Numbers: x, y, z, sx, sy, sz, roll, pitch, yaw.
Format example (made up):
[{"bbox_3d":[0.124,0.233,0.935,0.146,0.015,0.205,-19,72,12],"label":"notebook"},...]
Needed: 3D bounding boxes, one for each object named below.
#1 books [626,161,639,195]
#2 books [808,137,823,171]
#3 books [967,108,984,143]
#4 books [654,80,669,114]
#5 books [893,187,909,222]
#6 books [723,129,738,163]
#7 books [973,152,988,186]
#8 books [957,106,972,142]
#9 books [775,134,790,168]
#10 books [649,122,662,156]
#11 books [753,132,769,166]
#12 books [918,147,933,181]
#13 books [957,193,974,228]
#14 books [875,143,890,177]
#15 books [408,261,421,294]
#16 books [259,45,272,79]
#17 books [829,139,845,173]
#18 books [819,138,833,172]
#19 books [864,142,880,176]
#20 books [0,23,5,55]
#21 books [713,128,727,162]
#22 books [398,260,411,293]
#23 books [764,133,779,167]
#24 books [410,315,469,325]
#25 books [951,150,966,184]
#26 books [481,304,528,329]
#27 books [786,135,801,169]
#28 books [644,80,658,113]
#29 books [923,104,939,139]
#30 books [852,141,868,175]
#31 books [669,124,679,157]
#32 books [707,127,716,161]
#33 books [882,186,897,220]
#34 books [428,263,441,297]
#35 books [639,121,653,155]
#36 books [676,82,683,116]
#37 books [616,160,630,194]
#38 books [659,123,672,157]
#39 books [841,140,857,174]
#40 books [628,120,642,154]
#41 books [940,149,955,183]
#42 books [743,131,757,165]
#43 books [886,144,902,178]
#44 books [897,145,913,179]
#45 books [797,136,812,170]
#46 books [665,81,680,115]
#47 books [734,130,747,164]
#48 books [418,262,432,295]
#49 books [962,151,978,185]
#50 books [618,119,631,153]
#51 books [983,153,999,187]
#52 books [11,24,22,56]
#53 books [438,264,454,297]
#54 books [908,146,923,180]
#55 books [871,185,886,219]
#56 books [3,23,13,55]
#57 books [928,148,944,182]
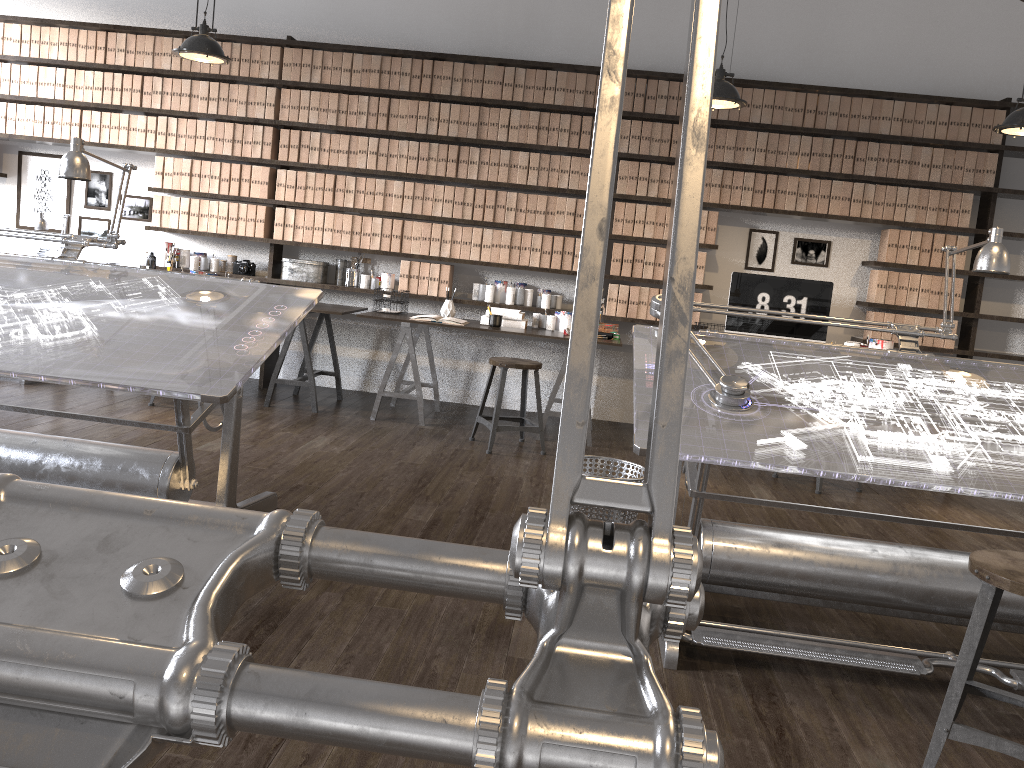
[{"bbox_3d":[0.817,-1.391,6.027,0.067,0.225,0.175,6,6,5],"label":"books"},{"bbox_3d":[2.008,-1.520,5.906,0.067,0.225,0.175,6,6,5],"label":"books"},{"bbox_3d":[3.006,-1.681,5.807,0.067,0.224,0.175,6,6,4],"label":"books"},{"bbox_3d":[1.006,-1.915,5.971,0.067,0.224,0.175,6,6,5],"label":"books"},{"bbox_3d":[2.557,-1.188,5.883,0.067,0.225,0.175,6,6,5],"label":"books"},{"bbox_3d":[1.457,-1.585,5.953,0.067,0.225,0.175,6,6,4],"label":"books"},{"bbox_3d":[3.045,-1.400,5.825,0.067,0.224,0.175,6,6,5],"label":"books"},{"bbox_3d":[2.932,-1.690,5.812,0.067,0.224,0.175,6,6,4],"label":"books"},{"bbox_3d":[1.796,-1.546,5.932,0.067,0.224,0.175,6,6,5],"label":"books"},{"bbox_3d":[0.967,-1.643,5.998,0.067,0.224,0.175,6,6,5],"label":"books"},{"bbox_3d":[1.657,-1.562,5.937,0.067,0.225,0.175,6,6,4],"label":"books"},{"bbox_3d":[2.700,-1.440,5.852,0.067,0.224,0.175,6,6,4],"label":"books"},{"bbox_3d":[2.964,-1.140,5.850,0.067,0.224,0.175,6,6,5],"label":"books"},{"bbox_3d":[2.435,-1.471,5.877,0.067,0.224,0.175,6,6,4],"label":"books"},{"bbox_3d":[-0.671,-0.747,6.223,0.067,0.224,0.175,6,6,5],"label":"books"},{"bbox_3d":[-1.697,-2.232,6.198,0.067,0.224,0.175,6,6,5],"label":"books"},{"bbox_3d":[2.146,-1.505,5.902,0.067,0.224,0.175,6,6,5],"label":"books"},{"bbox_3d":[2.071,-1.514,5.906,0.067,0.224,0.175,6,6,4],"label":"books"},{"bbox_3d":[2.364,-1.479,5.879,0.067,0.224,0.175,6,6,5],"label":"books"},{"bbox_3d":[-3.627,-2.457,6.356,0.067,0.225,0.175,6,6,5],"label":"books"},{"bbox_3d":[1.390,-1.594,5.964,0.067,0.224,0.175,6,6,5],"label":"books"},{"bbox_3d":[-0.738,-0.754,6.223,0.067,0.225,0.175,6,6,4],"label":"books"},{"bbox_3d":[1.727,-1.554,5.935,0.067,0.224,0.175,6,6,5],"label":"books"},{"bbox_3d":[-0.465,-0.419,5.723,0.355,0.029,0.257,7,8,5],"label":"books"},{"bbox_3d":[2.911,-1.416,5.838,0.067,0.224,0.175,6,6,4],"label":"books"},{"bbox_3d":[-0.050,-0.451,5.862,0.294,0.147,0.387,7,8,5],"label":"books"},{"bbox_3d":[1.865,-1.538,5.922,0.067,0.224,0.175,6,6,4],"label":"books"},{"bbox_3d":[0.936,-1.924,5.981,0.067,0.224,0.175,6,6,5],"label":"books"},{"bbox_3d":[2.726,-1.714,5.828,0.067,0.224,0.175,6,6,4],"label":"books"},{"bbox_3d":[2.294,-1.488,5.889,0.067,0.224,0.175,6,6,5],"label":"books"},{"bbox_3d":[1.105,-1.626,5.983,0.067,0.225,0.175,6,6,5],"label":"books"},{"bbox_3d":[1.320,-1.602,5.970,0.067,0.224,0.175,6,6,5],"label":"books"},{"bbox_3d":[2.488,-1.197,5.893,0.067,0.224,0.175,6,6,4],"label":"books"},{"bbox_3d":[-0.531,-0.730,6.207,0.067,0.224,0.175,6,6,4],"label":"books"},{"bbox_3d":[0.904,-1.650,5.999,0.067,0.225,0.175,6,6,4],"label":"books"},{"bbox_3d":[1.147,-1.899,5.963,0.067,0.224,0.175,6,6,4],"label":"books"},{"bbox_3d":[0.755,-1.400,6.037,0.067,0.224,0.175,6,6,4],"label":"books"},{"bbox_3d":[1.032,-1.636,5.995,0.067,0.224,0.175,6,6,4],"label":"books"},{"bbox_3d":[2.219,-1.496,5.890,0.067,0.225,0.175,6,6,4],"label":"books"},{"bbox_3d":[0.832,-1.658,6.005,0.067,0.224,0.175,6,6,5],"label":"books"},{"bbox_3d":[2.841,-1.424,5.842,0.067,0.224,0.175,6,6,4],"label":"books"},{"bbox_3d":[1.585,-1.570,5.945,0.067,0.224,0.175,6,6,5],"label":"books"},{"bbox_3d":[2.505,-1.463,5.871,0.067,0.224,0.175,6,6,4],"label":"books"},{"bbox_3d":[2.571,-1.454,5.860,0.067,0.225,0.175,6,6,5],"label":"books"},{"bbox_3d":[1.936,-1.529,5.912,0.067,0.224,0.175,6,6,4],"label":"books"},{"bbox_3d":[1.077,-1.907,5.969,0.067,0.224,0.175,6,6,4],"label":"books"},{"bbox_3d":[1.523,-1.578,5.952,0.067,0.224,0.175,6,6,5],"label":"books"},{"bbox_3d":[-0.601,-0.739,6.217,0.067,0.224,0.175,6,6,5],"label":"books"},{"bbox_3d":[2.979,-1.407,5.826,0.067,0.225,0.175,6,6,4],"label":"books"},{"bbox_3d":[0.761,-1.667,6.014,0.067,0.224,0.175,6,6,5],"label":"books"},{"bbox_3d":[3.108,-1.392,5.818,0.067,0.224,0.175,6,6,5],"label":"books"},{"bbox_3d":[-3.499,-2.443,6.349,0.067,0.224,0.175,6,6,4],"label":"books"},{"bbox_3d":[-0.460,-0.723,6.206,0.067,0.224,0.175,6,6,4],"label":"books"},{"bbox_3d":[2.638,-1.447,5.859,0.067,0.224,0.175,6,6,4],"label":"books"},{"bbox_3d":[2.419,-1.205,5.901,0.067,0.224,0.175,6,6,4],"label":"books"},{"bbox_3d":[-3.561,-2.450,6.355,0.067,0.224,0.175,6,6,4],"label":"books"},{"bbox_3d":[2.771,-1.431,5.844,0.067,0.225,0.175,6,6,5],"label":"books"}]
